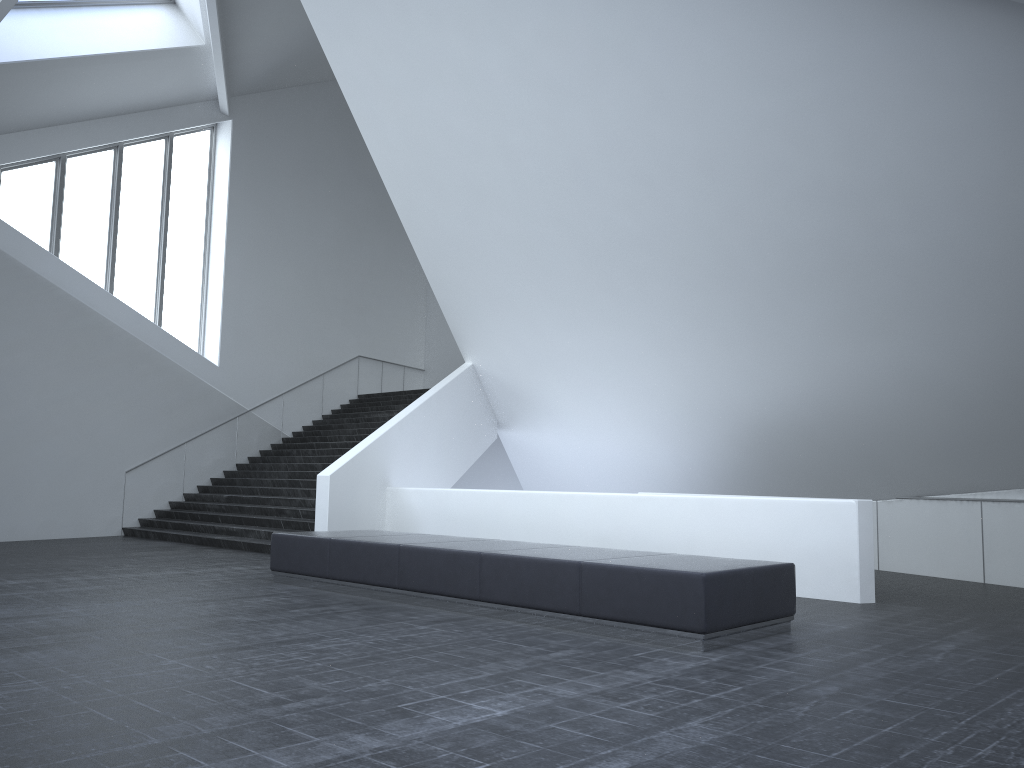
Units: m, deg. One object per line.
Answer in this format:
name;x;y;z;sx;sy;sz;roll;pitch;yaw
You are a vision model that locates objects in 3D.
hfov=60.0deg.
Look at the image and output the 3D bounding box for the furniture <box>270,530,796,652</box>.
furniture;-0.204;1.912;8.908;5.742;0.580;1.488;-5;-9;43
